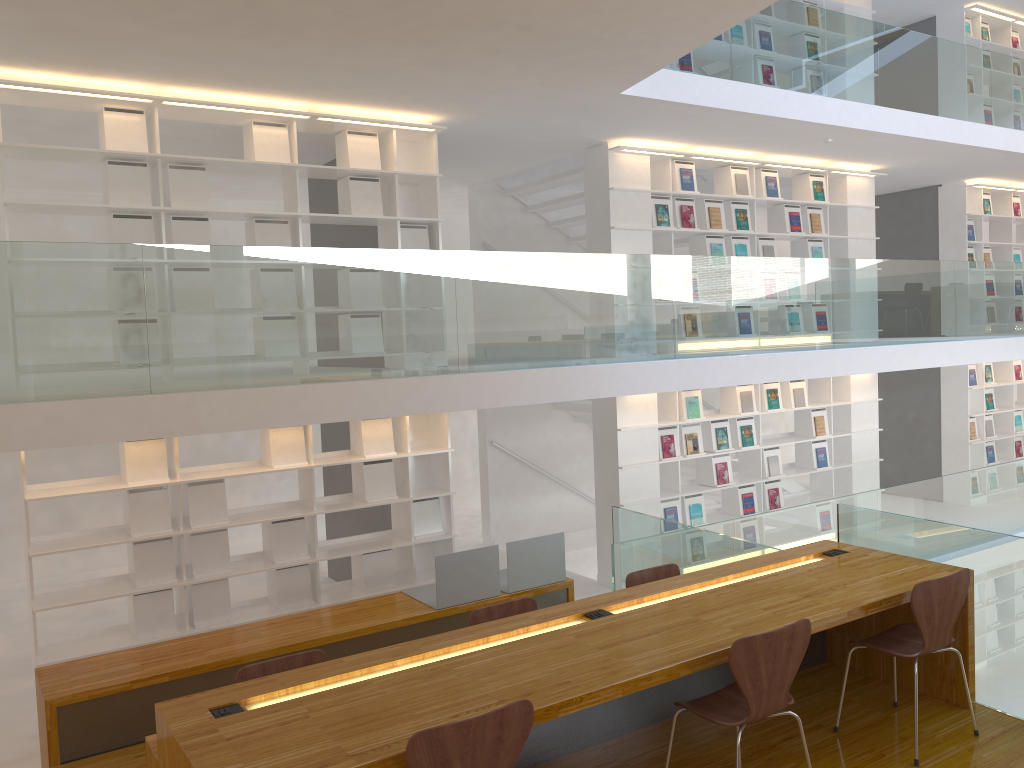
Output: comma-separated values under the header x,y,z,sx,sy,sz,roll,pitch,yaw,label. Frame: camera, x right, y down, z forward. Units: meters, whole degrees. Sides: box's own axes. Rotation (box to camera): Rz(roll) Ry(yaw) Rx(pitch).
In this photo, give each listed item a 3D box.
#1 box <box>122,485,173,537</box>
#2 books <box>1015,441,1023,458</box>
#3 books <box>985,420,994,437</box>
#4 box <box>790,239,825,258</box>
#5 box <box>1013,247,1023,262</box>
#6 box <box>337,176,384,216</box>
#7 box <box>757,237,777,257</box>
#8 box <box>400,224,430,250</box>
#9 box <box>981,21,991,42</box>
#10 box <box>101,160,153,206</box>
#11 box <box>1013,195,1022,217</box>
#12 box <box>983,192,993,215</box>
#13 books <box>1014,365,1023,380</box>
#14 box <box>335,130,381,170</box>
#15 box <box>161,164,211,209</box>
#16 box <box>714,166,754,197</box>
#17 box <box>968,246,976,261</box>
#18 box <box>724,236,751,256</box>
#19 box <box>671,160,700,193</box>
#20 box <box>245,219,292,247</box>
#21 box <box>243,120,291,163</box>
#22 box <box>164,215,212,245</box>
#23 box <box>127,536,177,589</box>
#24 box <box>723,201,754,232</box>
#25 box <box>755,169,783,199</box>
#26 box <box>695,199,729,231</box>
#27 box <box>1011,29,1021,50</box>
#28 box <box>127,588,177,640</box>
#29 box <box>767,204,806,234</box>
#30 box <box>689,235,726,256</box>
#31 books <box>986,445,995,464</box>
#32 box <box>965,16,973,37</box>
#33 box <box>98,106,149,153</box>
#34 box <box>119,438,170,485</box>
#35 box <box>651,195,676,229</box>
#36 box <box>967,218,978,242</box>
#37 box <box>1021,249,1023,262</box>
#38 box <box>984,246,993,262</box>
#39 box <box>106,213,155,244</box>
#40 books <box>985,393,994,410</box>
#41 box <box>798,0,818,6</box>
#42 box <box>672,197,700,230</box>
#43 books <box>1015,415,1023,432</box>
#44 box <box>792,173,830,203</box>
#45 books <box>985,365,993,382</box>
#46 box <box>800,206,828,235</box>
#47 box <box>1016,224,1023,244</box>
x,y,z,sx,sy,sz,roll,pitch,yaw,label
-2.365,0.804,5.744,0.245,0.296,0.274,-4,4,-33,box
6.491,0.835,11.358,0.145,0.210,0.037,-4,4,-33,books
5.904,0.556,10.966,0.145,0.210,0.037,-4,4,-33,books
3.057,-1.333,9.117,0.245,0.296,0.274,-4,4,-33,box
6.354,-1.586,11.319,0.245,0.296,0.274,-4,4,-33,box
-1.106,-1.353,6.495,0.245,0.296,0.274,-4,4,-33,box
2.450,-1.287,8.725,0.245,0.296,0.274,-4,4,-33,box
-0.778,-1.048,6.716,0.245,0.296,0.274,-4,4,-33,box
5.660,-4.239,10.791,0.245,0.296,0.274,-4,4,-33,box
-2.446,-1.252,5.630,0.245,0.296,0.274,-4,4,-33,box
6.311,-2.241,11.269,0.245,0.296,0.274,-4,4,-33,box
5.741,-2.197,10.904,0.245,0.296,0.274,-4,4,-33,box
6.452,-0.136,11.304,0.145,0.210,0.037,-4,4,-33,books
-1.117,-1.680,6.478,0.245,0.296,0.274,-4,4,-33,box
-2.143,-1.274,5.826,0.245,0.296,0.274,-4,4,-33,box
2.124,-1.920,8.495,0.245,0.296,0.274,-4,4,-33,box
5.453,-1.518,10.738,0.245,0.296,0.274,-4,4,-33,box
2.140,-1.263,8.525,0.245,0.296,0.274,-4,4,-33,box
1.528,-1.876,8.111,0.245,0.296,0.274,-4,4,-33,box
-1.679,-0.981,6.135,0.245,0.296,0.274,-4,4,-33,box
-1.685,-1.638,6.108,0.245,0.296,0.274,-4,4,-33,box
-2.130,-0.946,5.844,0.245,0.296,0.274,-4,4,-33,box
-2.343,1.132,5.768,0.245,0.296,0.274,-4,4,-33,box
2.131,-1.592,8.510,0.245,0.296,0.274,-4,4,-33,box
2.474,-1.947,8.721,0.245,0.296,0.274,-4,4,-33,box
1.842,-1.570,8.323,0.245,0.296,0.274,-4,4,-33,box
6.230,-4.283,11.156,0.245,0.296,0.274,-4,4,-33,box
-2.347,1.461,5.775,0.245,0.296,0.274,-4,4,-33,box
2.757,-1.642,8.914,0.245,0.296,0.274,-4,4,-33,box
1.856,-1.242,8.342,0.245,0.296,0.274,-4,4,-33,box
5.937,0.873,10.997,0.145,0.210,0.037,-4,4,-33,books
5.327,-4.214,10.576,0.245,0.296,0.274,-4,4,-33,box
-2.459,-1.579,5.612,0.245,0.296,0.274,-4,4,-33,box
-2.378,0.477,5.726,0.245,0.296,0.274,-4,4,-33,box
1.286,-1.529,7.964,0.245,0.296,0.274,-4,4,-33,box
5.435,-1.846,10.716,0.245,0.296,0.274,-4,4,-33,box
6.805,-1.620,11.611,0.245,0.296,0.274,-4,4,-33,box
5.768,-1.542,10.941,0.245,0.296,0.274,-4,4,-33,box
-2.425,-0.924,5.653,0.245,0.296,0.274,-4,4,-33,box
5.904,0.224,10.956,0.145,0.210,0.037,-4,4,-33,books
2.962,-3.703,8.984,0.245,0.296,0.274,-4,4,-33,box
1.534,-1.548,8.139,0.245,0.296,0.274,-4,4,-33,box
6.478,0.508,11.340,0.145,0.210,0.037,-4,4,-33,books
3.071,-1.992,9.106,0.245,0.296,0.274,-4,4,-33,box
5.868,-0.128,10.926,0.145,0.210,0.037,-4,4,-33,books
3.043,-1.661,9.098,0.245,0.296,0.274,-4,4,-33,box
6.792,-1.948,11.592,0.245,0.296,0.274,-4,4,-33,box
